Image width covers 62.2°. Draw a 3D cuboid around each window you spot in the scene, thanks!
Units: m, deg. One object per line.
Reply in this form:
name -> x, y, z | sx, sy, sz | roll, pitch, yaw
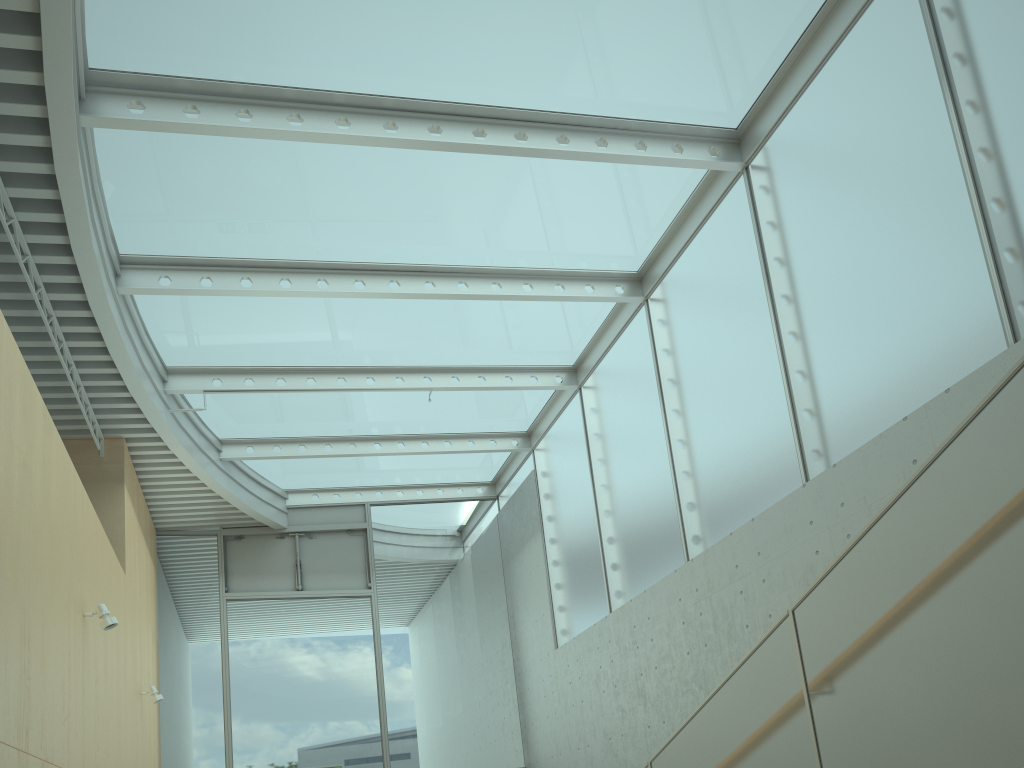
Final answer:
window -> -2.138, 4.413, 11.331 | 4.852, 5.863, 0.118 | 0, -14, -18
window -> 1.510, 0.043, 7.204 | 0.030, 2.559, 17.051 | -2, -27, -18
window -> -0.395, 1.350, 6.225 | 4.778, 5.828, 17.243 | -1, -26, -17

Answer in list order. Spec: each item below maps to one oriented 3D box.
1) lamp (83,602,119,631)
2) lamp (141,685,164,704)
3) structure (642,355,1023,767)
lamp -> -2.842, 1.604, 5.867 | 0.236, 0.183, 0.150 | 10, -25, -36
lamp -> -3.729, 3.213, 8.797 | 0.236, 0.183, 0.150 | 10, -25, -36
structure -> 2.737, -0.259, 0.877 | 1.881, 3.918, 13.740 | -2, -26, -18
